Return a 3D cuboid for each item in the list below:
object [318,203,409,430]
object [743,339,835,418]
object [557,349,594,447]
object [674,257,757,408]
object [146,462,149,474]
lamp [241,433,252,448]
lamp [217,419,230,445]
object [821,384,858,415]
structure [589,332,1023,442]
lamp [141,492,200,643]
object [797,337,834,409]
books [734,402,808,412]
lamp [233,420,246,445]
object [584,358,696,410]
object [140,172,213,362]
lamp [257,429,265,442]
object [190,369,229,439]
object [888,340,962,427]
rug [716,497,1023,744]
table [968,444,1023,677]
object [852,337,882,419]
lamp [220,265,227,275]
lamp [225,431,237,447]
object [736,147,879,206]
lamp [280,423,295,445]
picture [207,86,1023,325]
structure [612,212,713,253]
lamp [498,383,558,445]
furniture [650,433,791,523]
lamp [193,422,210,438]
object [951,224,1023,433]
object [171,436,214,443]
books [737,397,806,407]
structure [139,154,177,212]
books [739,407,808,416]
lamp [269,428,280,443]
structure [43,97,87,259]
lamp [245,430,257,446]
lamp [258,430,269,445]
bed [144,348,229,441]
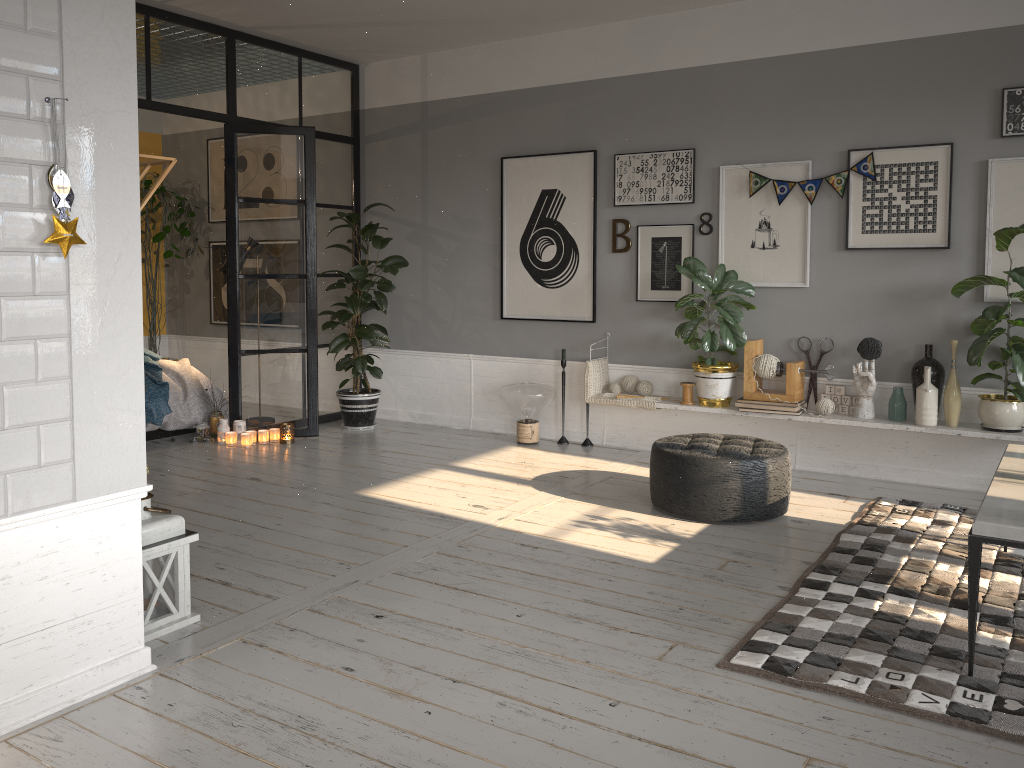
[{"bbox_3d":[-1.992,-0.364,5.679,1.013,1.785,3.913,3,7,32],"label":"object"},{"bbox_3d":[1.730,-0.042,5.486,0.546,0.438,0.239,4,6,33],"label":"object"},{"bbox_3d":[0.460,0.090,6.400,0.280,0.698,0.092,2,4,25],"label":"object"},{"bbox_3d":[1.298,-0.334,5.676,0.510,0.959,0.548,2,5,18],"label":"object"},{"bbox_3d":[-2.526,0.500,5.532,0.718,0.117,0.193,3,7,22],"label":"object"},{"bbox_3d":[-1.890,0.403,6.300,0.081,0.098,0.081,-1,5,-17],"label":"lamp"},{"bbox_3d":[-2.098,0.346,6.440,0.092,0.179,0.092,-3,5,-36],"label":"lamp"},{"bbox_3d":[2.030,0.095,5.430,0.265,0.172,0.078,5,6,38],"label":"object"},{"bbox_3d":[1.762,-0.016,5.502,2.781,0.484,0.309,5,6,33],"label":"structure"},{"bbox_3d":[-1.322,0.623,3.136,0.287,0.475,0.288,3,5,32],"label":"lamp"},{"bbox_3d":[1.899,-0.064,5.550,0.222,0.461,0.019,3,4,33],"label":"object"},{"bbox_3d":[1.628,0.129,5.557,0.385,0.029,0.261,5,9,33],"label":"books"},{"bbox_3d":[-1.979,0.352,6.439,0.092,0.166,0.089,0,4,-1],"label":"lamp"},{"bbox_3d":[0.898,0.006,6.034,0.786,0.305,0.330,5,7,34],"label":"object"},{"bbox_3d":[-3.405,-0.939,8.451,1.250,2.194,1.350,2,5,19],"label":"object"},{"bbox_3d":[-1.846,0.379,6.514,0.063,0.090,0.063,1,5,15],"label":"lamp"},{"bbox_3d":[-2.198,0.143,6.693,0.437,0.519,0.280,-1,5,-17],"label":"object"},{"bbox_3d":[2.367,-0.016,5.074,0.286,0.486,0.333,0,5,-7],"label":"object"},{"bbox_3d":[2.082,0.822,3.411,1.773,0.034,2.537,5,9,33],"label":"rug"},{"bbox_3d":[2.092,0.619,3.122,0.733,0.508,1.462,4,8,33],"label":"table"},{"bbox_3d":[2.111,-0.037,5.258,0.155,0.481,0.137,3,5,32],"label":"object"},{"bbox_3d":[-2.127,-0.420,7.120,0.404,1.518,0.233,-2,4,-27],"label":"lamp"},{"bbox_3d":[-2.015,0.396,6.347,0.080,0.098,0.081,0,5,-3],"label":"lamp"},{"bbox_3d":[1.833,-1.279,5.522,0.916,0.338,0.057,4,5,32],"label":"object"},{"bbox_3d":[-1.642,0.362,6.456,0.107,0.140,0.108,0,5,-3],"label":"lamp"},{"bbox_3d":[-0.980,-1.003,4.982,7.306,1.786,4.056,5,8,33],"label":"picture"},{"bbox_3d":[1.028,-1.038,6.093,0.740,0.262,0.024,5,5,33],"label":"structure"},{"bbox_3d":[0.116,0.214,6.461,0.433,0.435,0.434,-4,7,-35],"label":"lamp"},{"bbox_3d":[1.107,0.483,4.727,0.736,0.355,0.739,2,7,20],"label":"furniture"},{"bbox_3d":[-2.297,0.355,6.566,0.096,0.130,0.109,0,5,3],"label":"lamp"},{"bbox_3d":[2.704,-0.311,4.797,0.416,1.145,0.569,-1,4,-18],"label":"object"},{"bbox_3d":[-2.345,0.407,6.489,0.326,0.053,0.088,0,6,-3],"label":"object"},{"bbox_3d":[1.631,0.105,5.566,0.380,0.017,0.230,4,9,30],"label":"books"},{"bbox_3d":[-1.340,-0.901,2.913,0.496,0.772,0.186,3,5,33],"label":"structure"},{"bbox_3d":[1.641,0.154,5.556,0.368,0.021,0.298,4,8,27],"label":"books"},{"bbox_3d":[-1.738,0.379,6.486,0.081,0.098,0.081,-1,5,-17],"label":"lamp"},{"bbox_3d":[-1.255,-0.571,2.455,0.078,0.445,0.134,1,4,21],"label":"structure"},{"bbox_3d":[-1.885,0.391,6.389,0.081,0.098,0.081,-1,5,-17],"label":"lamp"},{"bbox_3d":[-1.804,0.387,6.424,0.081,0.098,0.081,-1,5,-17],"label":"lamp"},{"bbox_3d":[-3.604,-0.006,6.811,2.327,0.766,1.906,5,8,33],"label":"bed"}]
